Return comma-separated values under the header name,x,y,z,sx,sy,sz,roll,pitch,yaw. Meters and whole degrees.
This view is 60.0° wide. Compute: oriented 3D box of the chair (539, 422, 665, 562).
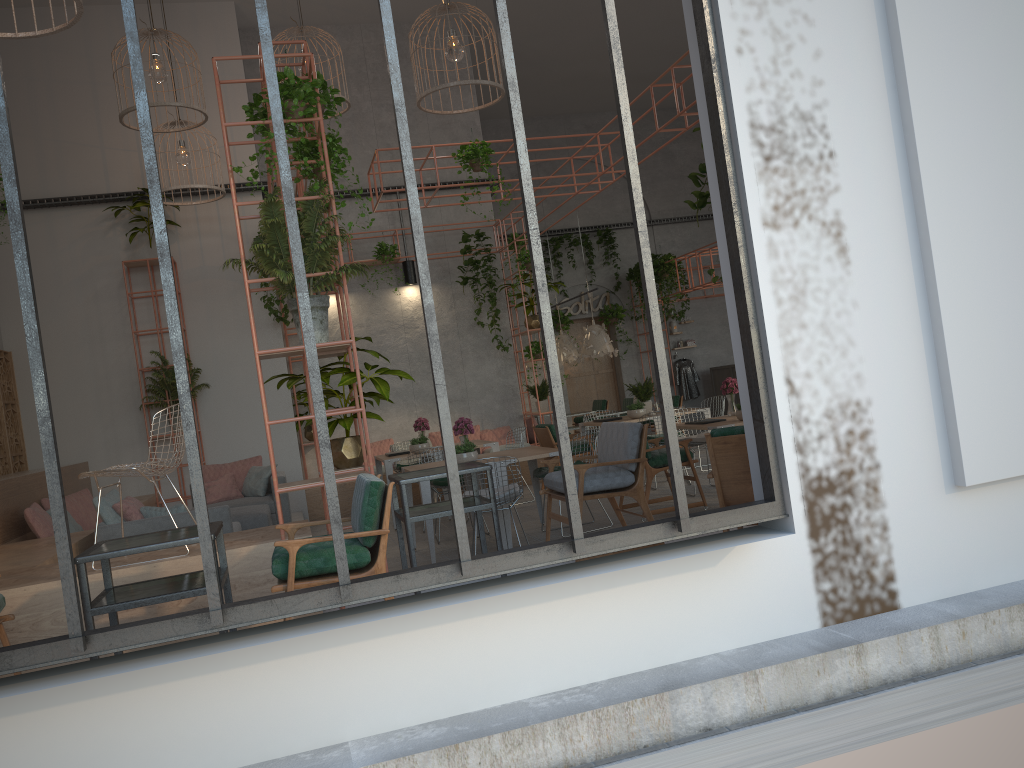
name,x,y,z,sx,sy,sz,roll,pitch,yaw
chair,0.601,0.765,6.294,0.685,0.929,0.722,-8,0,-15

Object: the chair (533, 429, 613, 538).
name,x,y,z,sx,sy,sz,roll,pitch,yaw
chair,0.569,0.962,8.676,0.717,0.941,0.565,-8,0,-18

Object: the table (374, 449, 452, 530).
name,x,y,z,sx,sy,sz,roll,pitch,yaw
table,-1.249,1.274,10.999,0.694,0.830,1.205,-8,0,-15

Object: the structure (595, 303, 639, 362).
name,x,y,z,sx,sy,sz,roll,pitch,yaw
structure,2.229,-1.260,20.000,0.950,1.527,0.921,-8,0,-16

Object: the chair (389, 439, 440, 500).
name,x,y,z,sx,sy,sz,roll,pitch,yaw
chair,-1.305,1.238,11.965,0.565,0.941,0.717,-8,0,-13

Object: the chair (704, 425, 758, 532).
name,x,y,z,sx,sy,sz,roll,pitch,yaw
chair,1.500,0.639,4.786,0.722,0.917,0.685,-8,0,25

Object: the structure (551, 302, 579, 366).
name,x,y,z,sx,sy,sz,roll,pitch,yaw
structure,0.972,-1.098,19.626,0.921,1.527,0.950,-8,0,19

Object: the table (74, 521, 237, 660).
name,x,y,z,sx,sy,sz,roll,pitch,yaw
table,-1.744,1.168,4.465,0.635,0.798,0.602,-8,0,-15

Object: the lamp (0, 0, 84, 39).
name,x,y,z,sx,sy,sz,roll,pitch,yaw
lamp,-3.075,-3.784,4.843,0.883,3.476,0.883,-8,0,38

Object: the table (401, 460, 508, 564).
name,x,y,z,sx,sy,sz,roll,pitch,yaw
table,-0.568,1.172,8.352,0.694,0.830,1.205,-8,0,-15

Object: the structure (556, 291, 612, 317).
name,x,y,z,sx,sy,sz,roll,pitch,yaw
structure,1.579,-1.804,19.754,1.312,0.505,0.063,-8,0,-15

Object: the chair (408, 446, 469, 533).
name,x,y,z,sx,sy,sz,roll,pitch,yaw
chair,-0.834,1.167,10.170,0.565,0.941,0.717,-8,0,2

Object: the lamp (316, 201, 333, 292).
name,x,y,z,sx,sy,sz,roll,pitch,yaw
lamp,-2.791,-2.055,13.178,0.179,1.425,0.185,-8,0,-15

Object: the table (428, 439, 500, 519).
name,x,y,z,sx,sy,sz,roll,pitch,yaw
table,-0.583,1.177,11.178,0.694,0.830,1.214,-8,0,-15

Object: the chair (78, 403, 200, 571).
name,x,y,z,sx,sy,sz,roll,pitch,yaw
chair,-2.340,0.629,5.607,0.717,0.941,0.565,-8,0,-6

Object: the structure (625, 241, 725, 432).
name,x,y,z,sx,sy,sz,roll,pitch,yaw
structure,6.325,-1.233,13.495,4.157,4.247,14.689,-8,0,-15

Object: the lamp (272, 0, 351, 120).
name,x,y,z,sx,sy,sz,roll,pitch,yaw
lamp,-2.579,-4.933,10.366,0.883,3.476,0.883,-8,0,38

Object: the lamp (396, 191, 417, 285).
name,x,y,z,sx,sy,sz,roll,pitch,yaw
lamp,-1.634,-2.223,13.482,0.179,1.425,0.185,-8,0,-15

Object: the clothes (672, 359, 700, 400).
name,x,y,z,sx,sy,sz,roll,pitch,yaw
clothes,3.987,-0.089,20.198,0.625,0.997,0.366,-8,0,-34

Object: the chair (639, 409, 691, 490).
name,x,y,z,sx,sy,sz,roll,pitch,yaw
chair,1.869,0.775,10.881,0.565,0.941,0.717,-8,0,2

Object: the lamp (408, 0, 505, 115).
name,x,y,z,sx,sy,sz,roll,pitch,yaw
lamp,-0.758,-4.557,8.853,0.883,3.476,0.883,-8,0,38

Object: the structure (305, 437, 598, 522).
name,x,y,z,sx,sy,sz,roll,pitch,yaw
structure,-1.461,1.491,15.646,4.386,0.500,5.831,-8,0,-15

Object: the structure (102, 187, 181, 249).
name,x,y,z,sx,sy,sz,roll,pitch,yaw
structure,-4.751,-2.177,11.561,0.903,0.803,0.934,-8,0,-43

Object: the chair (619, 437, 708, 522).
name,x,y,z,sx,sy,sz,roll,pitch,yaw
chair,1.438,0.840,8.935,0.685,0.917,0.722,-8,0,-15

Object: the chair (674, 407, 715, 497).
name,x,y,z,sx,sy,sz,roll,pitch,yaw
chair,2.109,0.739,9.986,0.565,0.941,0.717,-8,0,-13

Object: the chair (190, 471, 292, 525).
name,x,y,z,sx,sy,sz,roll,pitch,yaw
chair,-3.163,1.440,10.305,1.127,0.672,1.052,-8,0,-15

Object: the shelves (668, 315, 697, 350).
name,x,y,z,sx,sy,sz,roll,pitch,yaw
shelves,3.885,-1.201,20.213,0.560,0.790,0.186,-8,0,-14

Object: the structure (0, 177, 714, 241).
name,x,y,z,sx,sy,sz,roll,pitch,yaw
structure,0.946,-3.347,11.899,15.603,0.110,15.203,-8,0,-15

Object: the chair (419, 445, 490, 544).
name,x,y,z,sx,sy,sz,roll,pitch,yaw
chair,-0.623,1.136,9.318,0.565,0.941,0.717,-8,0,-13

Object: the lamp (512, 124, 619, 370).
name,x,y,z,sx,sy,sz,roll,pitch,yaw
lamp,0.723,-2.343,16.677,0.704,4.052,4.456,-8,0,-15

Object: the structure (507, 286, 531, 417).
name,x,y,z,sx,sy,sz,roll,pitch,yaw
structure,-0.070,-0.275,19.027,0.630,3.597,0.430,-8,0,-15

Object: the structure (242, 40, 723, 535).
name,x,y,z,sx,sy,sz,roll,pitch,yaw
structure,-1.382,-0.676,13.135,4.501,4.345,14.096,-8,0,-16

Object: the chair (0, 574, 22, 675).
name,x,y,z,sx,sy,sz,roll,pitch,yaw
chair,-2.806,1.259,4.194,0.685,0.929,0.722,-8,0,-15

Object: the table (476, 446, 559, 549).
name,x,y,z,sx,sy,sz,roll,pitch,yaw
table,0.096,1.075,8.531,0.694,0.830,1.214,-8,0,-15

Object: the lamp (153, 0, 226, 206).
name,x,y,z,sx,sy,sz,roll,pitch,yaw
lamp,-4.266,-4.044,11.021,0.883,3.476,0.883,-8,0,38

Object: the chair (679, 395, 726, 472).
name,x,y,z,sx,sy,sz,roll,pitch,yaw
chair,2.590,0.671,12.035,0.717,0.941,0.565,-8,0,-18

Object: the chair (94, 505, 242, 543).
name,x,y,z,sx,sy,sz,roll,pitch,yaw
chair,-2.891,1.354,7.611,1.056,0.586,1.127,-8,0,-15

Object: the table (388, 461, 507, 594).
name,x,y,z,sx,sy,sz,roll,pitch,yaw
table,-0.445,0.981,6.026,0.635,0.798,0.602,-8,0,-15

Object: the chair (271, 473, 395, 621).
name,x,y,z,sx,sy,sz,roll,pitch,yaw
chair,-0.927,0.986,4.688,0.685,0.929,0.722,-8,0,-15

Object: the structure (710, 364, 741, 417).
name,x,y,z,sx,sy,sz,roll,pitch,yaw
structure,6.211,-0.398,18.295,2.579,2.022,4.057,-8,0,-15

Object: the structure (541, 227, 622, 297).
name,x,y,z,sx,sy,sz,roll,pitch,yaw
structure,1.490,-2.638,19.653,1.939,1.514,0.856,-8,0,-21

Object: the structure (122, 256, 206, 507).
name,x,y,z,sx,sy,sz,roll,pitch,yaw
structure,-4.515,0.158,11.678,0.624,3.596,0.424,-8,0,-15

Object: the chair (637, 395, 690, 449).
name,x,y,z,sx,sy,sz,roll,pitch,yaw
chair,2.547,0.691,15.159,0.685,0.929,0.722,-8,0,-15

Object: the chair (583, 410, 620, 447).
name,x,y,z,sx,sy,sz,roll,pitch,yaw
chair,1.399,0.845,12.676,0.565,0.941,0.717,-8,0,-13

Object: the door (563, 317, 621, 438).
name,x,y,z,sx,sy,sz,roll,pitch,yaw
door,1.670,-0.110,20.455,1.360,2.729,0.551,-8,0,-15

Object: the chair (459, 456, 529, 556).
name,x,y,z,sx,sy,sz,roll,pitch,yaw
chair,-0.153,1.066,7.523,0.565,0.941,0.717,-8,0,2

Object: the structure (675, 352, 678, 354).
name,x,y,z,sx,sy,sz,roll,pitch,yaw
structure,3.755,-0.710,20.243,0.066,0.044,0.019,-8,0,-15

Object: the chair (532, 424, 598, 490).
name,x,y,z,sx,sy,sz,roll,pitch,yaw
chair,0.728,0.946,11.625,0.685,0.917,0.722,-8,0,-15

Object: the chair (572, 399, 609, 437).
name,x,y,z,sx,sy,sz,roll,pitch,yaw
chair,1.674,0.822,18.549,0.685,0.930,0.722,-8,0,-15

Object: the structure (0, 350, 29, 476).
name,x,y,z,sx,sy,sz,roll,pitch,yaw
structure,-5.319,0.475,7.378,0.132,2.103,9.782,-8,0,-15

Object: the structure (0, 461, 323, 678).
name,x,y,z,sx,sy,sz,roll,pitch,yaw
structure,-3.494,1.269,7.509,3.396,1.111,9.152,-8,0,-15

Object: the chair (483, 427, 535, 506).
name,x,y,z,sx,sy,sz,roll,pitch,yaw
chair,-0.113,1.064,11.323,0.717,0.941,0.565,-8,0,-18

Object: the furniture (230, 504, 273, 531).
name,x,y,z,sx,sy,sz,roll,pitch,yaw
furniture,-2.917,1.517,8.985,0.941,0.446,0.975,-8,0,-15

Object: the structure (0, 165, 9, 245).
name,x,y,z,sx,sy,sz,roll,pitch,yaw
structure,-4.930,-1.972,7.934,0.670,1.290,1.434,-8,0,-15

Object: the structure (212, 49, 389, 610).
name,x,y,z,sx,sy,sz,roll,pitch,yaw
structure,-1.264,-0.318,5.643,0.748,3.623,0.722,-8,0,-15

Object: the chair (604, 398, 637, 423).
name,x,y,z,sx,sy,sz,roll,pitch,yaw
chair,2.106,0.757,16.872,0.685,0.930,0.722,-8,0,-15

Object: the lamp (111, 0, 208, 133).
name,x,y,z,sx,sy,sz,roll,pitch,yaw
lamp,-3.929,-4.517,9.390,0.883,3.476,0.883,-8,0,38
